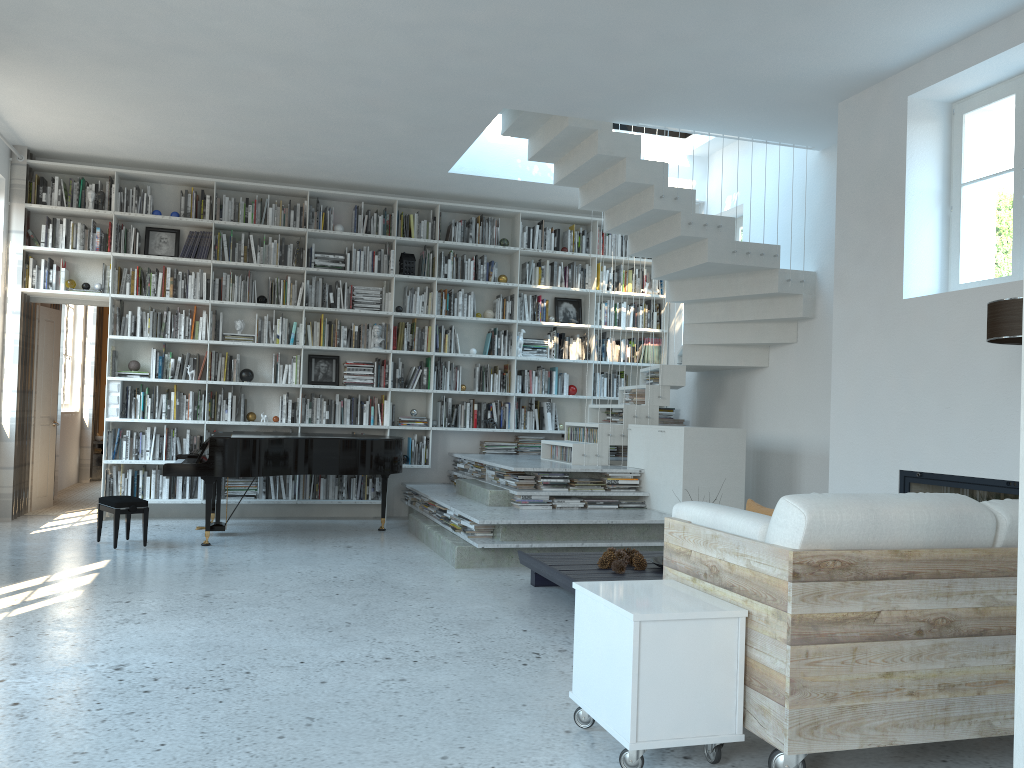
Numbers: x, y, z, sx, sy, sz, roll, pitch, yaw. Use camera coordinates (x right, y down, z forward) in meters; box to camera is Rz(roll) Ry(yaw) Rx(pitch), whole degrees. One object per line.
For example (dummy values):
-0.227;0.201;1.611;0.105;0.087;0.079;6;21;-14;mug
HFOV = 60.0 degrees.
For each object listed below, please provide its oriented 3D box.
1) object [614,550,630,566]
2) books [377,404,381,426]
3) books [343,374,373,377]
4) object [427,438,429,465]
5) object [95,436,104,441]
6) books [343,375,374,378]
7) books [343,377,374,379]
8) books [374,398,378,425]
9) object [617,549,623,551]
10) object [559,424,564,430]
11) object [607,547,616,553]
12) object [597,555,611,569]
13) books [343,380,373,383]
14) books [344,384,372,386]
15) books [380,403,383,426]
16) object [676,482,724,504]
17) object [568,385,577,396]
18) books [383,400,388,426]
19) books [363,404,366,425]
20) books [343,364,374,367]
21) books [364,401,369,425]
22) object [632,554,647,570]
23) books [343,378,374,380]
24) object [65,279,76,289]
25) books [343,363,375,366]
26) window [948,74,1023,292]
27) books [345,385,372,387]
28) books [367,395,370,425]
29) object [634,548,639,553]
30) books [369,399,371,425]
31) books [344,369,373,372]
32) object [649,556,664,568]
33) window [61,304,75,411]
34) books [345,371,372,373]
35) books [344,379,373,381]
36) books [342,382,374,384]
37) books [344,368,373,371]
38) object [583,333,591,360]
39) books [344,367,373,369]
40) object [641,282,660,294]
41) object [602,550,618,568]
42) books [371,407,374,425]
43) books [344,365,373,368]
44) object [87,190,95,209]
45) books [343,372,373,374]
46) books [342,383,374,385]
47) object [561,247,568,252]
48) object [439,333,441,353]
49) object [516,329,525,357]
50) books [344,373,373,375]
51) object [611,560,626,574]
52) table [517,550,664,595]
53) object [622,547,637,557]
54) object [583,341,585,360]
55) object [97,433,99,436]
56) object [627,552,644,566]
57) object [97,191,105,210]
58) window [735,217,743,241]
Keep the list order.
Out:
0.632;1.015;5.158;0.094;0.108;0.108;1;-2;41;object
-1.313;0.301;8.720;0.042;0.212;0.169;2;-2;-17;books
-1.505;-0.081;8.678;0.285;0.012;0.159;2;-2;-12;books
-0.835;0.668;8.791;0.011;0.260;0.142;2;-1;-17;object
-5.501;0.726;11.805;0.118;0.061;0.118;2;-2;-9;object
-1.507;-0.069;8.684;0.285;0.012;0.159;2;-2;-15;books
-1.508;-0.057;8.686;0.285;0.012;0.159;2;-2;-16;books
-1.348;0.270;8.722;0.026;0.272;0.175;2;-1;-17;books
0.663;1.038;5.357;0.078;0.084;0.098;2;-2;-16;object
0.505;0.450;9.274;0.071;0.072;0.071;1;-2;32;object
0.589;1.008;5.222;0.090;0.106;0.097;2;-2;5;object
0.526;1.023;5.075;0.082;0.085;0.082;2;-2;-2;object
-1.507;-0.022;8.676;0.285;0.012;0.159;2;-2;-12;books
-1.510;0.014;8.682;0.254;0.012;0.161;2;-2;-15;books
-1.288;0.300;8.729;0.011;0.216;0.166;2;-2;-17;books
1.049;0.798;5.032;0.309;0.521;0.436;2;-2;14;object
0.624;0.067;9.290;0.115;0.116;0.115;3;-2;-39;object
-1.254;0.286;8.734;0.033;0.246;0.176;2;-2;-17;books
-1.452;0.299;8.683;0.023;0.204;0.167;2;-2;-17;books
-1.504;-0.178;8.687;0.285;0.012;0.159;2;-2;-15;books
-1.429;0.285;8.690;0.023;0.234;0.174;2;-2;-17;books
0.732;1.024;5.080;0.083;0.100;0.092;2;-2;-12;object
-1.510;-0.045;8.688;0.285;0.012;0.159;2;-2;-17;books
-3.929;-0.890;7.898;0.086;0.088;0.087;1;-2;32;object
-1.501;-0.190;8.680;0.285;0.012;0.159;3;-2;-22;books
2.821;-1.122;4.889;0.072;1.226;1.117;2;-2;-17;window
-1.509;0.026;8.678;0.254;0.012;0.161;3;-2;-21;books
-1.414;0.256;8.707;0.014;0.293;0.137;2;-1;-17;books
0.741;1.031;5.304;0.086;0.101;0.078;3;-2;-43;object
-1.403;0.276;8.718;0.014;0.256;0.145;2;-1;-17;books
-1.505;-0.129;8.683;0.254;0.012;0.161;3;-2;-20;books
1.007;1.042;5.106;0.429;0.038;0.429;1;-2;24;object
-5.279;-0.673;10.328;0.073;2.008;1.983;2;-2;-17;window
-1.505;-0.117;8.683;0.254;0.012;0.161;2;-2;-14;books
-1.507;-0.034;8.677;0.254;0.012;0.161;3;-2;-22;books
-1.510;-0.010;8.685;0.285;0.012;0.159;3;-2;-18;books
-1.504;-0.142;8.682;0.254;0.012;0.161;3;-2;-21;books
0.779;-0.383;9.220;0.087;0.288;0.075;1;-1;18;object
-1.504;-0.154;8.684;0.254;0.012;0.161;3;-2;-20;books
1.471;-1.015;9.450;0.203;0.137;0.095;2;-1;-1;object
0.561;1.018;5.143;0.110;0.101;0.114;3;-2;-34;object
-1.380;0.312;8.699;0.023;0.183;0.169;2;-2;-17;books
-1.503;-0.166;8.682;0.254;0.012;0.161;3;-2;-21;books
-3.741;-1.625;7.880;0.067;0.198;0.067;1;-1;26;object
-1.504;-0.105;8.678;0.285;0.012;0.159;2;-2;-12;books
-1.508;0.002;8.676;0.285;0.012;0.159;3;-2;-22;books
0.546;-1.388;9.215;0.071;0.072;0.071;1;-2;32;object
-0.738;-0.406;8.917;0.013;0.208;0.140;2;-1;-17;object
0.084;-0.413;8.992;0.087;0.288;0.075;1;-1;18;object
-1.504;-0.093;8.679;0.254;0.012;0.161;3;-2;-22;books
0.596;1.018;4.930;0.081;0.083;0.098;2;-2;-12;object
0.818;1.157;5.111;1.270;0.218;1.258;2;-2;-17;table
0.701;1.020;5.254;0.099;0.102;0.097;0;-2;44;object
0.739;-0.344;9.352;0.022;0.211;0.179;2;-2;-17;object
-5.593;0.705;11.897;0.106;0.103;0.106;2;-2;-9;object
0.719;1.027;5.188;0.106;0.086;0.091;2;-2;-3;object
-3.663;-1.622;7.903;0.067;0.198;0.067;1;-1;26;object
2.183;-1.014;8.693;0.042;1.226;1.117;2;-2;-17;window
